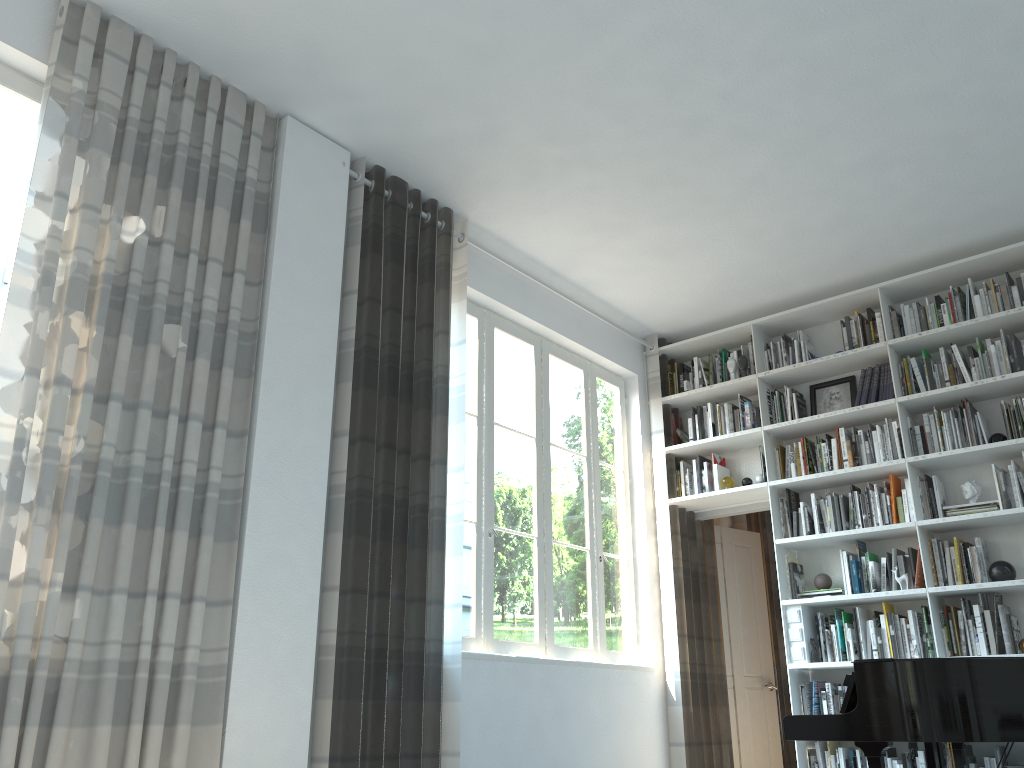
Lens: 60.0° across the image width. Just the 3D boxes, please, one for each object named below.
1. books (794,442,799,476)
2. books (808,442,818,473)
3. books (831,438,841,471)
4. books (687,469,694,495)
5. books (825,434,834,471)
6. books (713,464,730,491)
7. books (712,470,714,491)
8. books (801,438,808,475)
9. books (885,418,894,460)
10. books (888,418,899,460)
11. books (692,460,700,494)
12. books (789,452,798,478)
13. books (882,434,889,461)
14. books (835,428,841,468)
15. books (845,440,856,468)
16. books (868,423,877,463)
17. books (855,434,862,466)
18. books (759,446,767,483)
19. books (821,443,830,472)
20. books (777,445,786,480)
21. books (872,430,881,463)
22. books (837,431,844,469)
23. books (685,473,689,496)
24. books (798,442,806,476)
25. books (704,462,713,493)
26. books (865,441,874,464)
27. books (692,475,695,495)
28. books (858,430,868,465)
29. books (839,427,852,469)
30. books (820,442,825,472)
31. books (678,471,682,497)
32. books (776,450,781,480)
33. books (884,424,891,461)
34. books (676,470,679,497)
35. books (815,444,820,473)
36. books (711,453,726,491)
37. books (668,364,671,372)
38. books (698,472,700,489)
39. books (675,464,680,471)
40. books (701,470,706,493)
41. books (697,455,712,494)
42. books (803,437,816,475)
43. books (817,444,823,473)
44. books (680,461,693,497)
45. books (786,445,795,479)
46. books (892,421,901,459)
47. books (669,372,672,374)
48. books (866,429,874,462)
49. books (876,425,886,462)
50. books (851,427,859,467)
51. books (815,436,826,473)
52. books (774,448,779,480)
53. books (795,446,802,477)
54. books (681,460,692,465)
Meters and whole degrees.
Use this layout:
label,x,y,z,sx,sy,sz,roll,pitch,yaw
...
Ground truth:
label,x,y,z,sx,sy,sz,roll,pitch,yaw
books,1.862,0.519,5.707,0.010,0.261,0.151,-16,-26,37
books,1.945,0.503,5.647,0.047,0.248,0.134,-16,-26,37
books,2.053,0.475,5.558,0.047,0.237,0.163,-16,-26,37
books,1.268,0.713,6.153,0.010,0.219,0.181,-16,-26,37
books,2.026,0.465,5.579,0.014,0.271,0.181,-16,-26,37
books,1.428,0.665,6.014,0.029,0.210,0.187,-16,-26,37
books,1.417,0.693,6.060,0.029,0.190,0.134,-16,-26,37
books,1.906,0.497,5.674,0.020,0.279,0.165,-16,-26,37
books,2.304,0.366,5.347,0.012,0.289,0.182,-16,-26,37
books,2.325,0.366,5.345,0.022,0.288,0.169,-16,-26,37
books,1.308,0.676,6.142,0.022,0.280,0.157,-16,-26,37
books,1.838,0.550,5.695,0.026,0.194,0.176,-16,-26,37
books,2.289,0.419,5.369,0.013,0.205,0.172,-16,-26,37
books,2.078,0.438,5.554,0.014,0.302,0.152,-16,-26,37
books,2.118,0.464,5.470,0.029,0.194,0.192,-16,-26,37
books,2.233,0.397,5.415,0.012,0.279,0.188,-16,-26,37
books,2.164,0.441,5.461,0.013,0.231,0.172,-16,-26,37
books,1.684,0.560,5.845,0.012,0.284,0.160,-16,-26,37
books,2.006,0.494,5.579,0.031,0.216,0.173,-16,-26,37
books,1.780,0.539,5.761,0.012,0.262,0.180,-16,-26,37
books,2.247,0.415,5.391,0.031,0.230,0.172,-16,-26,37
books,2.080,0.444,5.523,0.023,0.270,0.187,-16,-26,37
books,1.259,0.730,6.166,0.029,0.196,0.161,-16,-26,37
books,1.891,0.512,5.676,0.014,0.251,0.187,-16,-26,37
books,1.372,0.666,6.054,0.021,0.236,0.189,-16,-26,37
books,2.207,0.455,5.435,0.022,0.185,0.137,-16,-26,37
books,1.299,0.732,6.153,0.029,0.184,0.135,-16,-26,37
books,2.189,0.427,5.464,0.029,0.259,0.158,-16,-26,37
books,2.097,0.430,5.506,0.030,0.284,0.185,-16,-26,37
books,1.994,0.495,5.599,0.012,0.228,0.170,-16,-26,37
books,1.210,0.730,6.199,0.013,0.221,0.163,-16,-26,37
books,1.773,0.560,5.772,0.022,0.231,0.151,-16,-26,37
books,2.309,0.389,5.374,0.024,0.265,0.155,-16,-26,37
books,1.199,0.730,6.207,0.013,0.227,0.179,-16,-26,37
books,1.971,0.506,5.629,0.012,0.229,0.150,-16,-26,37
books,1.420,0.632,6.052,0.013,0.297,0.179,-16,-26,37
books,1.178,0.015,6.495,0.012,0.306,0.181,-16,-26,37
books,1.337,0.707,6.129,0.023,0.213,0.141,-16,-26,37
books,1.183,0.709,6.214,0.011,0.271,0.189,-16,-26,37
books,1.358,0.699,6.079,0.024,0.192,0.181,-16,-26,37
books,1.335,0.651,6.098,0.013,0.296,0.187,-16,-26,37
books,1.912,0.492,5.656,0.011,0.276,0.164,-16,-26,37
books,1.980,0.502,5.600,0.014,0.217,0.164,-16,-26,37
books,1.234,0.695,6.190,0.023,0.280,0.171,-16,-26,37
books,1.819,0.538,5.749,0.062,0.257,0.153,-16,-26,37
books,2.345,0.371,5.322,0.035,0.262,0.178,-16,-26,37
books,1.196,0.046,6.485,0.011,0.240,0.151,-16,-26,37
books,2.227,0.417,5.438,0.035,0.259,0.131,-16,-26,37
books,2.267,0.393,5.380,0.022,0.262,0.175,-16,-26,37
books,2.156,0.423,5.489,0.025,0.285,0.161,-16,-26,37
books,1.977,0.480,5.627,0.012,0.276,0.151,-16,-26,37
books,1.765,0.556,5.792,0.012,0.253,0.161,-16,-26,37
books,1.875,0.529,5.686,0.030,0.229,0.172,-16,-26,37
books,1.234,0.695,6.221,0.013,0.301,0.135,-16,-26,37
